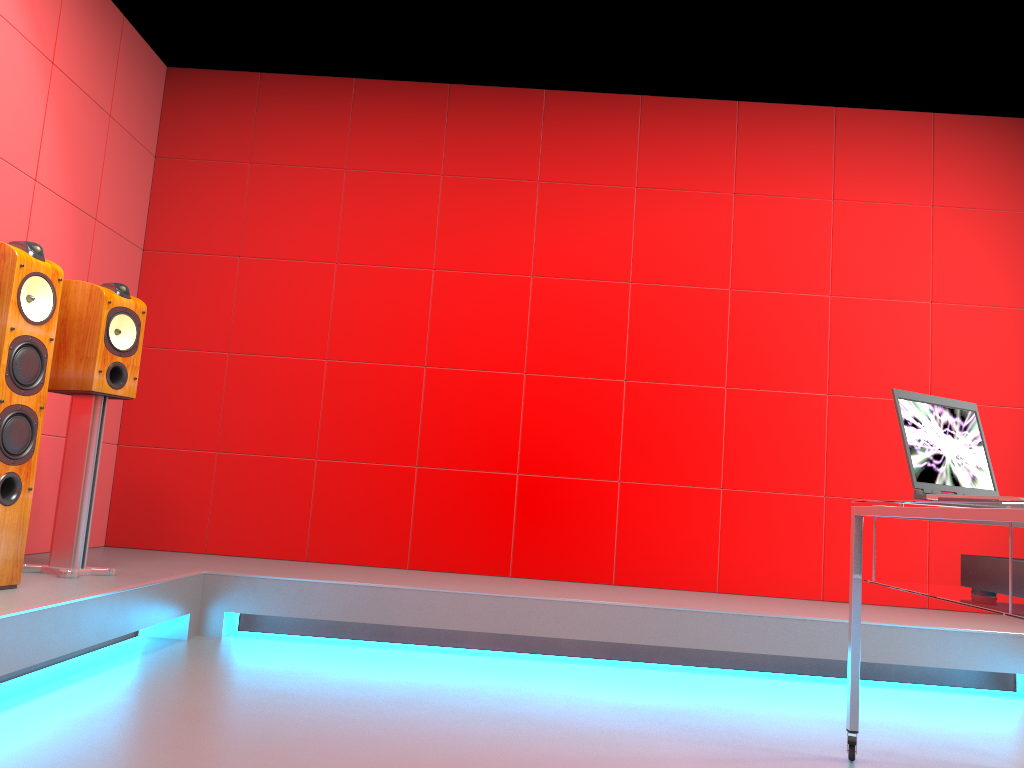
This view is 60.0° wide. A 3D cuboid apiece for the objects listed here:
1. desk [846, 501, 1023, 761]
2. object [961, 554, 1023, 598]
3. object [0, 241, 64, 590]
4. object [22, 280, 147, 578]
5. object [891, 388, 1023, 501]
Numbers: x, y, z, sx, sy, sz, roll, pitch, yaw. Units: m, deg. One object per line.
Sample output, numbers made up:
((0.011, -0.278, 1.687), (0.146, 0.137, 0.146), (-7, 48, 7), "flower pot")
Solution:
((1.185, 0.583, 1.640), (0.594, 0.690, 1.617), (4, -7, 2), "desk")
((1.265, 0.443, 1.929), (0.365, 0.092, 0.435), (4, -7, 2), "object")
((-1.580, 0.079, 2.678), (0.238, 1.052, 0.203), (3, -8, 12), "object")
((-1.546, 0.150, 3.222), (0.265, 1.058, 0.231), (1, -8, 21), "object")
((1.188, 0.160, 2.179), (0.342, 0.285, 0.340), (8, -8, -28), "object")
